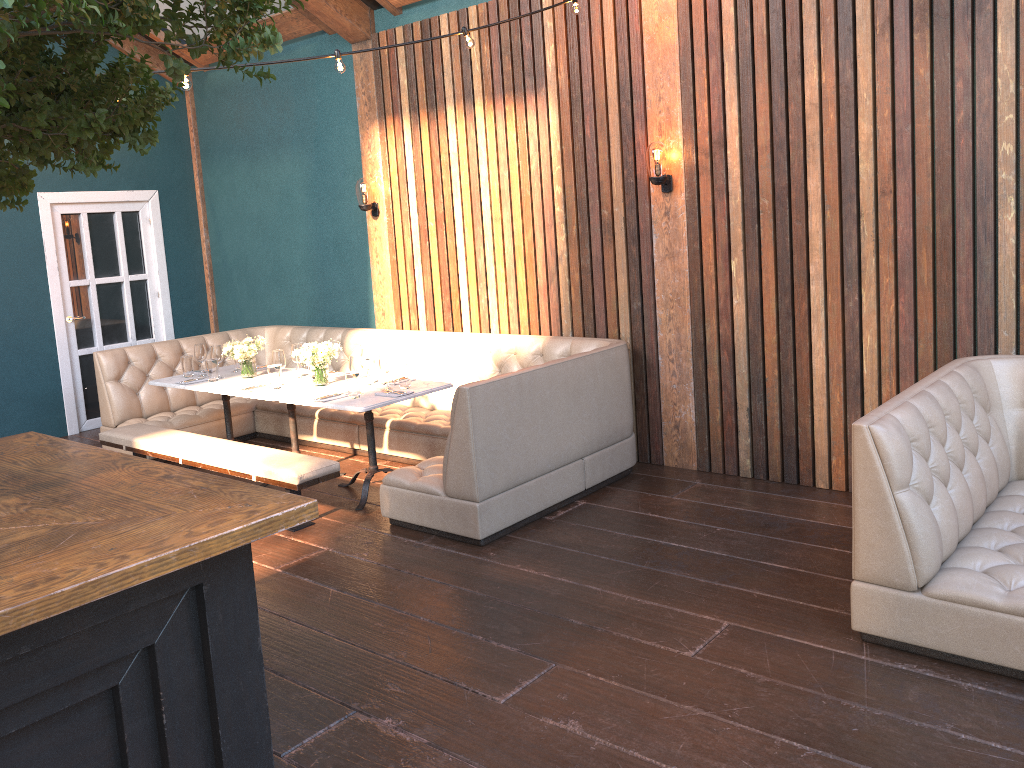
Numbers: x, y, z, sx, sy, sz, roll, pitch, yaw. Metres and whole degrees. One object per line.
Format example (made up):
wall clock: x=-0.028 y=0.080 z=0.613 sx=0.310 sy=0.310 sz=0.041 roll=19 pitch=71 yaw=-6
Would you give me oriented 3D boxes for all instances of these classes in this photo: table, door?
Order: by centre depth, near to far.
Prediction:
table: x=-0.904 y=0.370 z=5.679 sx=0.800 sy=0.667 sz=0.805 roll=3 pitch=12 yaw=39
door: x=-6.067 y=-0.075 z=5.788 sx=0.174 sy=2.190 sz=8.237 roll=2 pitch=11 yaw=40
table: x=-1.531 y=0.316 z=6.201 sx=0.800 sy=0.667 sz=0.805 roll=4 pitch=12 yaw=40
table: x=-2.157 y=0.261 z=6.724 sx=0.800 sy=0.667 sz=0.805 roll=3 pitch=12 yaw=39

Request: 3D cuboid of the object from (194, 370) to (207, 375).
object: x=-2.381 y=-0.095 z=6.844 sx=0.255 sy=0.019 sz=0.159 roll=5 pitch=14 yaw=40

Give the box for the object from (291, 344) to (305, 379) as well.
object: x=-1.515 y=-0.161 z=6.268 sx=0.092 sy=0.242 sz=0.093 roll=-4 pitch=7 yaw=-2

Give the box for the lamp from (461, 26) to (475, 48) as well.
lamp: x=-0.238 y=-1.895 z=4.839 sx=0.066 sy=0.117 sz=0.057 roll=-2 pitch=8 yaw=16

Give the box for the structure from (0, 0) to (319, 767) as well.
structure: x=-1.797 y=-0.432 z=2.103 sx=2.731 sy=3.666 sz=2.859 roll=-11 pitch=11 yaw=-41

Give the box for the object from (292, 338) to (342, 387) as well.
object: x=-1.302 y=-0.146 z=5.936 sx=0.336 sy=0.307 sz=0.332 roll=-5 pitch=9 yaw=-7

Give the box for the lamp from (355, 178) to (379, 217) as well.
lamp: x=-1.196 y=-1.531 z=7.261 sx=0.146 sy=0.317 sz=0.179 roll=2 pitch=10 yaw=40

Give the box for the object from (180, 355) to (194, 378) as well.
object: x=-2.450 y=-0.131 z=6.684 sx=0.092 sy=0.157 sz=0.092 roll=0 pitch=9 yaw=26

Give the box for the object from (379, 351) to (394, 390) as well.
object: x=-0.794 y=-0.086 z=5.601 sx=0.092 sy=0.242 sz=0.093 roll=-4 pitch=7 yaw=-2

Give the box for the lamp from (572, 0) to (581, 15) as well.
lamp: x=0.369 y=-2.220 z=5.176 sx=0.074 sy=0.114 sz=0.056 roll=-11 pitch=11 yaw=-43

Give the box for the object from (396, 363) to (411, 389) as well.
object: x=-0.682 y=-0.050 z=5.600 sx=0.092 sy=0.157 sz=0.092 roll=0 pitch=9 yaw=26

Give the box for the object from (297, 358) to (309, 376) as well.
object: x=-1.506 y=-0.139 z=6.381 sx=0.092 sy=0.157 sz=0.092 roll=0 pitch=9 yaw=26

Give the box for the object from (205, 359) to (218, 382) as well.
object: x=-2.169 y=-0.098 z=6.404 sx=0.092 sy=0.157 sz=0.092 roll=0 pitch=9 yaw=26

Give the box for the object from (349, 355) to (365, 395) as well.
object: x=-0.964 y=-0.055 z=5.499 sx=0.092 sy=0.242 sz=0.093 roll=-4 pitch=7 yaw=-2

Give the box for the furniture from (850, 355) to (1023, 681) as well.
furniture: x=3.399 y=0.546 z=2.641 sx=4.164 sy=0.852 sz=1.723 roll=5 pitch=13 yaw=40

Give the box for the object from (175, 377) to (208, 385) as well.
object: x=-2.318 y=-0.031 z=6.477 sx=0.158 sy=0.019 sz=0.257 roll=5 pitch=14 yaw=40

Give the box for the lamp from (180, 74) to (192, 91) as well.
lamp: x=-1.524 y=-1.427 z=4.122 sx=0.056 sy=0.120 sz=0.057 roll=-2 pitch=8 yaw=16

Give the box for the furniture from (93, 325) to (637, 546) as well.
furniture: x=-1.239 y=0.144 z=6.508 sx=4.164 sy=0.852 sz=1.723 roll=5 pitch=13 yaw=40

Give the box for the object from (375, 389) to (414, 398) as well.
object: x=-0.741 y=0.051 z=5.456 sx=0.255 sy=0.019 sz=0.159 roll=5 pitch=14 yaw=40

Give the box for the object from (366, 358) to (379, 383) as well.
object: x=-0.930 y=-0.089 z=5.901 sx=0.092 sy=0.157 sz=0.092 roll=0 pitch=9 yaw=26

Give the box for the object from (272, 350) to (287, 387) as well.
object: x=-1.578 y=-0.108 z=6.007 sx=0.092 sy=0.242 sz=0.093 roll=-4 pitch=7 yaw=-2

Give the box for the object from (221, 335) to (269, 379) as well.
object: x=-1.950 y=-0.199 z=6.457 sx=0.329 sy=0.307 sz=0.339 roll=-3 pitch=9 yaw=5

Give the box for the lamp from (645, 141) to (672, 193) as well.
lamp: x=0.915 y=-1.348 z=5.501 sx=0.146 sy=0.317 sz=0.179 roll=2 pitch=10 yaw=40

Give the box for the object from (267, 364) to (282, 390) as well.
object: x=-1.581 y=-0.045 z=5.903 sx=0.092 sy=0.157 sz=0.092 roll=0 pitch=9 yaw=26

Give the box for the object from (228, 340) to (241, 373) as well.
object: x=-2.130 y=-0.214 z=6.781 sx=0.092 sy=0.242 sz=0.093 roll=-5 pitch=7 yaw=-7

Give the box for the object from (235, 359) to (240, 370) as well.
object: x=-2.121 y=-0.192 z=6.894 sx=0.092 sy=0.157 sz=0.092 roll=0 pitch=9 yaw=26

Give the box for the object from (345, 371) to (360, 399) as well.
object: x=-0.967 y=0.007 z=5.396 sx=0.092 sy=0.157 sz=0.092 roll=0 pitch=9 yaw=26

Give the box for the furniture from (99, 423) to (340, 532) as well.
furniture: x=-1.957 y=0.573 z=5.714 sx=2.332 sy=0.396 sz=0.315 roll=5 pitch=12 yaw=40

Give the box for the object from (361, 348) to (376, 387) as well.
object: x=-0.939 y=-0.110 z=5.787 sx=0.092 sy=0.242 sz=0.093 roll=-4 pitch=7 yaw=-2

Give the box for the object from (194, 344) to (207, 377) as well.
object: x=-2.344 y=-0.179 z=6.672 sx=0.092 sy=0.242 sz=0.093 roll=-5 pitch=7 yaw=-7

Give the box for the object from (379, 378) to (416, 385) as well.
object: x=-0.772 y=-0.019 z=5.844 sx=0.158 sy=0.019 sz=0.257 roll=5 pitch=14 yaw=40

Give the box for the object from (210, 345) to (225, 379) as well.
object: x=-2.166 y=-0.161 z=6.508 sx=0.092 sy=0.242 sz=0.093 roll=-5 pitch=7 yaw=-7

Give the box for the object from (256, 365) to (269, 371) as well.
object: x=-1.963 y=-0.122 z=6.837 sx=0.158 sy=0.019 sz=0.257 roll=5 pitch=14 yaw=40

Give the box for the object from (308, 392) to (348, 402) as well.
object: x=-1.116 y=0.074 z=5.468 sx=0.158 sy=0.019 sz=0.257 roll=5 pitch=14 yaw=40

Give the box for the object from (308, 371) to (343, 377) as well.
object: x=-1.348 y=-0.069 z=6.325 sx=0.158 sy=0.019 sz=0.257 roll=5 pitch=14 yaw=40

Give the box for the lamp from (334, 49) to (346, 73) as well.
lamp: x=-0.874 y=-1.636 z=4.484 sx=0.056 sy=0.120 sz=0.057 roll=-2 pitch=8 yaw=18

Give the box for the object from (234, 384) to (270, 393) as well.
object: x=-1.729 y=0.022 z=5.976 sx=0.158 sy=0.019 sz=0.257 roll=5 pitch=14 yaw=40
